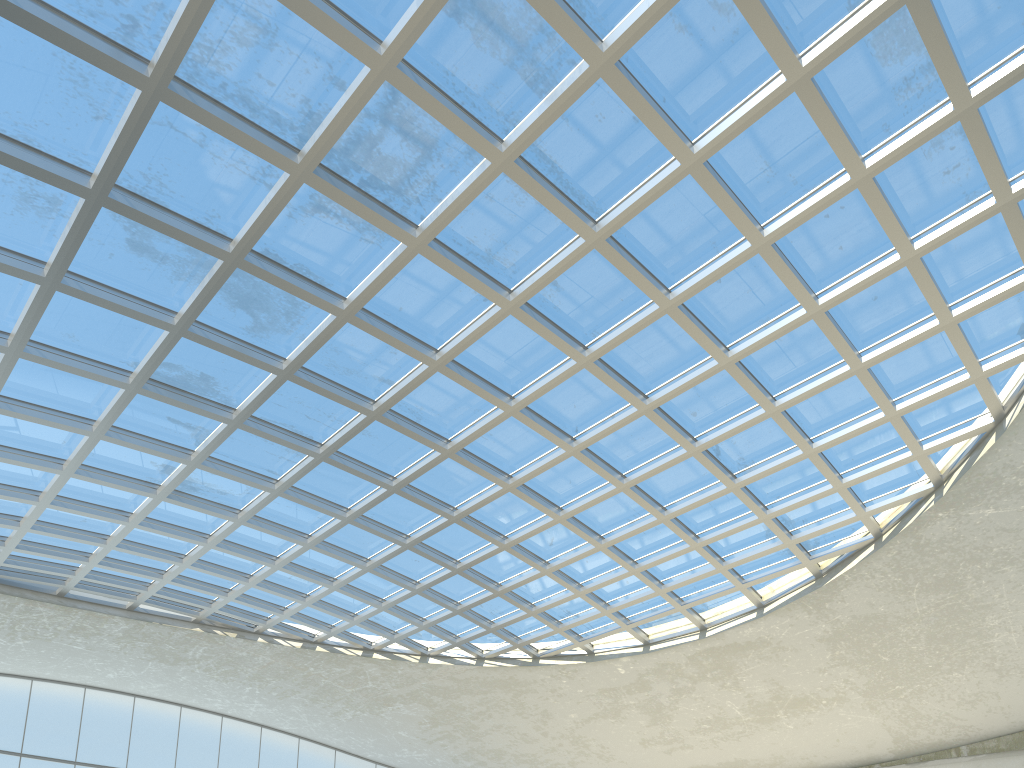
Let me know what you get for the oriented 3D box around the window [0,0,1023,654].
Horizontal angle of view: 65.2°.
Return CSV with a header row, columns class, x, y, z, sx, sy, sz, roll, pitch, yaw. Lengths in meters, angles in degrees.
class,x,y,z,sx,sy,sz,roll,pitch,yaw
window,-10.188,4.301,44.246,85.013,9.672,84.726,30,-45,-35
